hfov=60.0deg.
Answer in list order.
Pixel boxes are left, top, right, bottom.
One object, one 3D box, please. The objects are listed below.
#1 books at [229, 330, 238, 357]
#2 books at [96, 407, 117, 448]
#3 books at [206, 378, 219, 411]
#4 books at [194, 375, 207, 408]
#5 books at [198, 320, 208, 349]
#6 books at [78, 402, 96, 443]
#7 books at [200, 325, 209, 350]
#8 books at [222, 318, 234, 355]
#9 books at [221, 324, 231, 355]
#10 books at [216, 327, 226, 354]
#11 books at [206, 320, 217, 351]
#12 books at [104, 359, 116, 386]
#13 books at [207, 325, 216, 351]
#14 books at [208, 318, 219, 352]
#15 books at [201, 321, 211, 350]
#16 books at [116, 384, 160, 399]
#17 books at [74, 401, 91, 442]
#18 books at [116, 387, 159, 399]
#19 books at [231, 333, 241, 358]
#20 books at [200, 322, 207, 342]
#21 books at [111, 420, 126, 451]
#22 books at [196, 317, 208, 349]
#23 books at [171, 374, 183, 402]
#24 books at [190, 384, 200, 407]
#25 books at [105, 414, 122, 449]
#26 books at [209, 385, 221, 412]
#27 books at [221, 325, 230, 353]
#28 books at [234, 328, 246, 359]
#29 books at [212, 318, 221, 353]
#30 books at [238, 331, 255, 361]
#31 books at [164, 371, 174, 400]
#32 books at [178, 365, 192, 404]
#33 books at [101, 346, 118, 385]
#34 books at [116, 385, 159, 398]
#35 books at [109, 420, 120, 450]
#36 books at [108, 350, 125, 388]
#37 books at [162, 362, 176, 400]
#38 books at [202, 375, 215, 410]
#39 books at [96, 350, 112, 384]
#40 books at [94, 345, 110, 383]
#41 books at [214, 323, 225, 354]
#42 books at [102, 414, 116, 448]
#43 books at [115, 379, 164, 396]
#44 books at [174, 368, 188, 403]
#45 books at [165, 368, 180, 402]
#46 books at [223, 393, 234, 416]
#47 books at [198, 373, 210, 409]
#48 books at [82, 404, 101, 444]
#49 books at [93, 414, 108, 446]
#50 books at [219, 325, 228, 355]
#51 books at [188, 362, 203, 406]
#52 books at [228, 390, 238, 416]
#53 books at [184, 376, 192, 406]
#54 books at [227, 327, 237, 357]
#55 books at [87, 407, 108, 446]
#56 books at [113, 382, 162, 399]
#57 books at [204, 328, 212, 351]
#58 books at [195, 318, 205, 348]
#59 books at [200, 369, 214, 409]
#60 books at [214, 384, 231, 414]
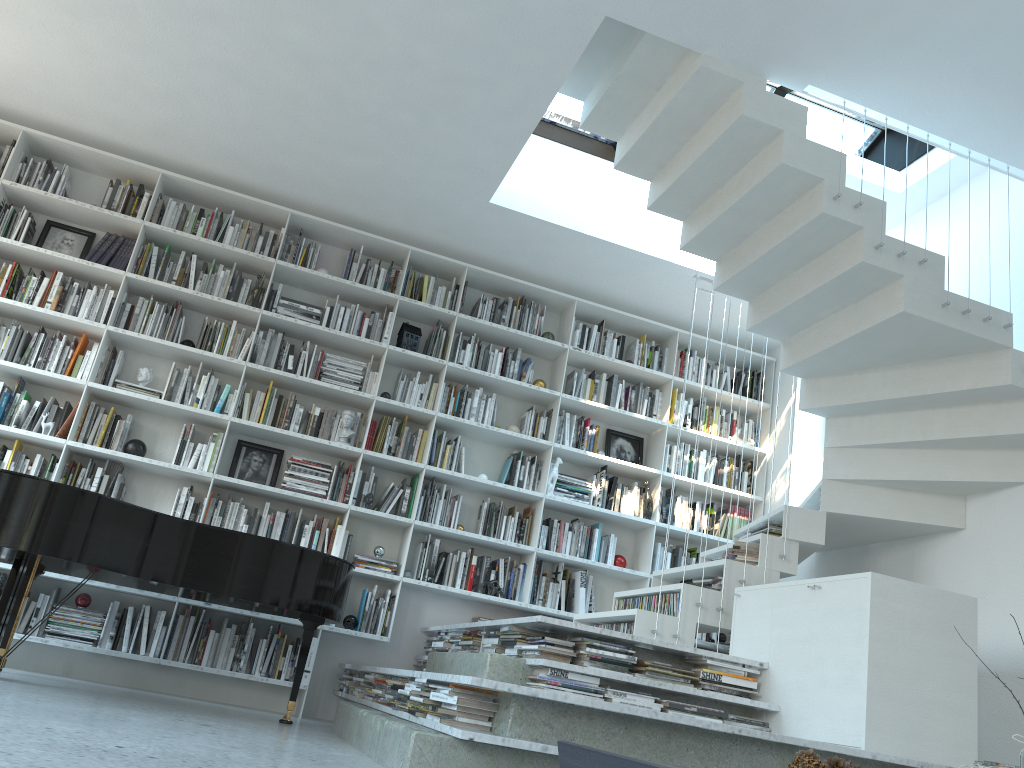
[{"bbox_3d":[-1.830,-0.218,5.796,0.011,0.229,0.166,15,-20,-14],"label":"books"},{"bbox_3d":[-2.472,0.290,5.403,0.026,0.273,0.190,15,-20,-14],"label":"books"},{"bbox_3d":[-1.925,0.104,5.680,0.022,0.255,0.152,15,-20,-14],"label":"books"},{"bbox_3d":[-1.986,0.085,5.643,0.028,0.246,0.170,15,-20,-14],"label":"books"},{"bbox_3d":[-2.002,-0.278,5.737,0.005,0.239,0.174,15,-20,-14],"label":"books"},{"bbox_3d":[-2.582,0.261,5.395,0.025,0.283,0.146,15,-20,-14],"label":"books"},{"bbox_3d":[-2.001,-0.259,5.751,0.013,0.215,0.150,15,-20,-14],"label":"books"},{"bbox_3d":[-1.861,-0.267,5.791,0.006,0.302,0.166,15,-20,-14],"label":"books"},{"bbox_3d":[-1.870,-0.245,5.779,0.006,0.252,0.181,15,-20,-14],"label":"books"},{"bbox_3d":[-1.905,-0.240,5.786,0.011,0.235,0.131,15,-20,-14],"label":"books"},{"bbox_3d":[-1.964,-0.272,5.773,0.009,0.265,0.150,15,-20,-14],"label":"books"},{"bbox_3d":[-2.504,-0.035,5.518,0.034,0.209,0.136,15,-20,-14],"label":"books"},{"bbox_3d":[-1.951,-0.255,5.737,0.006,0.215,0.181,15,-20,-14],"label":"books"},{"bbox_3d":[-1.947,-0.275,5.768,0.005,0.274,0.157,15,-20,-14],"label":"books"},{"bbox_3d":[-1.983,-0.273,5.733,0.005,0.235,0.179,15,-20,-14],"label":"books"},{"bbox_3d":[-2.335,0.058,5.541,0.254,0.012,0.161,17,-21,-17],"label":"books"},{"bbox_3d":[-2.613,0.256,5.396,0.012,0.284,0.160,15,-20,-14],"label":"books"},{"bbox_3d":[-2.338,0.080,5.531,0.254,0.012,0.161,17,-21,-18],"label":"books"},{"bbox_3d":[-1.815,-0.207,5.798,0.024,0.215,0.142,15,-20,-14],"label":"books"},{"bbox_3d":[-2.014,-0.272,5.758,0.005,0.238,0.146,15,-20,-14],"label":"books"},{"bbox_3d":[-2.406,0.341,5.425,0.028,0.215,0.175,15,-20,-14],"label":"books"},{"bbox_3d":[-2.020,-0.290,5.764,0.012,0.275,0.129,15,-20,-14],"label":"books"},{"bbox_3d":[-2.129,0.063,5.626,0.024,0.226,0.138,15,-20,-14],"label":"books"},{"bbox_3d":[-2.022,0.110,5.644,0.025,0.188,0.140,15,-20,-14],"label":"books"},{"bbox_3d":[-2.447,0.323,5.442,0.028,0.247,0.143,15,-20,-14],"label":"books"},{"bbox_3d":[-1.906,0.128,5.680,0.026,0.218,0.150,15,-20,-14],"label":"books"},{"bbox_3d":[-1.876,-0.251,5.785,0.004,0.264,0.142,15,-20,-14],"label":"books"},{"bbox_3d":[-1.787,-0.223,5.802,0.022,0.256,0.155,15,-20,-14],"label":"books"},{"bbox_3d":[-1.932,-0.273,5.784,0.033,0.286,0.155,15,-20,-14],"label":"books"},{"bbox_3d":[-1.741,-0.208,5.789,0.064,0.236,0.209,15,-20,-14],"label":"books"},{"bbox_3d":[-2.169,0.046,5.605,0.010,0.231,0.155,15,-20,-14],"label":"books"},{"bbox_3d":[-2.078,0.039,5.621,0.012,0.285,0.168,15,-20,-14],"label":"books"},{"bbox_3d":[-2.521,-0.078,5.537,0.011,0.296,0.136,15,-20,-14],"label":"books"},{"bbox_3d":[-2.335,0.068,5.533,0.254,0.012,0.161,17,-21,-19],"label":"books"},{"bbox_3d":[-2.426,0.341,5.422,0.011,0.207,0.180,15,-20,-14],"label":"books"},{"bbox_3d":[-2.471,-0.061,5.531,0.021,0.277,0.137,15,-20,-14],"label":"books"},{"bbox_3d":[-2.171,0.015,5.599,0.012,0.284,0.160,15,-20,-14],"label":"books"},{"bbox_3d":[-1.939,0.091,5.656,0.023,0.259,0.171,15,-20,-14],"label":"books"},{"bbox_3d":[-2.535,-0.069,5.510,0.024,0.256,0.134,15,-20,-14],"label":"books"},{"bbox_3d":[-2.551,-0.085,5.515,0.012,0.284,0.160,15,-20,-14],"label":"books"},{"bbox_3d":[-1.904,-0.256,5.752,0.013,0.243,0.189,15,-20,-14],"label":"books"},{"bbox_3d":[-2.462,0.315,5.422,0.014,0.243,0.153,15,-20,-14],"label":"books"},{"bbox_3d":[-2.330,0.035,5.546,0.285,0.012,0.160,17,-21,-18],"label":"books"},{"bbox_3d":[-2.100,0.046,5.624,0.022,0.266,0.151,15,-20,-14],"label":"books"},{"bbox_3d":[-2.144,0.039,5.596,0.030,0.246,0.175,15,-20,-14],"label":"books"},{"bbox_3d":[-1.826,0.166,5.690,0.027,0.180,0.142,15,-20,-14],"label":"books"},{"bbox_3d":[-1.963,0.078,5.642,0.012,0.264,0.193,15,-20,-14],"label":"books"},{"bbox_3d":[-2.561,0.274,5.404,0.026,0.274,0.155,15,-20,-14],"label":"books"},{"bbox_3d":[-2.506,0.310,5.408,0.025,0.227,0.153,15,-20,-14],"label":"books"},{"bbox_3d":[-1.887,-0.248,5.781,0.017,0.252,0.140,15,-20,-14],"label":"books"},{"bbox_3d":[-2.022,0.036,5.649,0.010,0.328,0.174,15,-20,-14],"label":"books"},{"bbox_3d":[-1.799,0.157,5.705,0.026,0.216,0.127,15,-20,-14],"label":"books"},{"bbox_3d":[-2.060,0.080,5.633,0.048,0.224,0.150,15,-20,-14],"label":"books"},{"bbox_3d":[-1.836,-0.235,5.794,0.010,0.256,0.140,15,-20,-14],"label":"books"},{"bbox_3d":[-2.531,0.285,5.403,0.036,0.262,0.167,15,-20,-14],"label":"books"},{"bbox_3d":[-2.333,0.047,5.547,0.285,0.012,0.160,15,-20,-12],"label":"books"},{"bbox_3d":[-1.976,-0.246,5.752,0.011,0.199,0.163,15,-20,-14],"label":"books"},{"bbox_3d":[-2.027,-0.284,5.752,0.005,0.253,0.161,15,-20,-14],"label":"books"},{"bbox_3d":[-1.952,0.068,5.658,0.011,0.299,0.179,15,-20,-14],"label":"books"},{"bbox_3d":[-1.858,0.129,5.671,0.060,0.226,0.179,15,-20,-14],"label":"books"}]
